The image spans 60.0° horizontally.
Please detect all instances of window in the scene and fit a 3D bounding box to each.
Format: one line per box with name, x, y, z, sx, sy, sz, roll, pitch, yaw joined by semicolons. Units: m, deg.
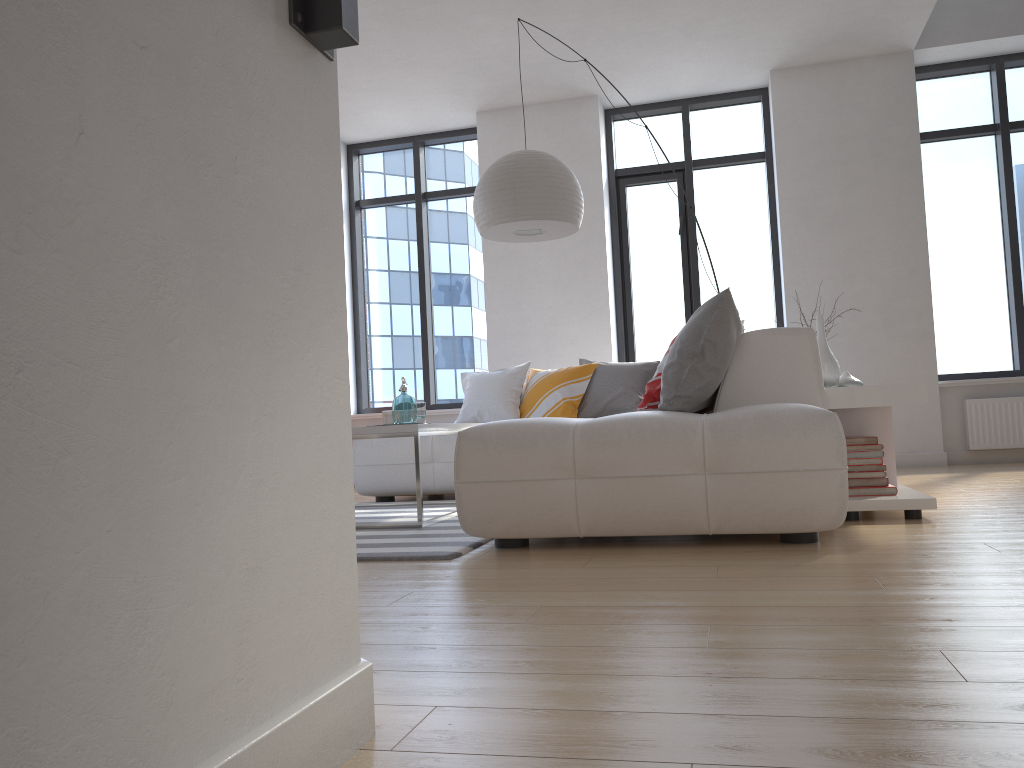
window;1.469;-1.100;7.159;1.310;2.402;0.170;-4;-3;14
window;-0.758;-0.960;7.719;1.310;2.402;0.170;-4;-3;14
window;3.696;-1.240;6.599;1.310;2.402;0.170;-4;-3;14

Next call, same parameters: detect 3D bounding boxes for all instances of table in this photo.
table;-0.779;0.440;4.381;1.091;0.435;1.091;-4;-3;14

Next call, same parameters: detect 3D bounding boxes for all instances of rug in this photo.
rug;-0.707;0.644;4.113;1.662;0.016;2.326;-4;-3;14

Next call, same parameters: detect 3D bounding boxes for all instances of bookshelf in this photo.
bookshelf;1.670;0.304;4.510;0.356;0.500;2.600;-4;-3;14

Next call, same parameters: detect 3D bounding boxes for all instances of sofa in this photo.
sofa;0.163;0.269;4.626;2.614;0.732;3.424;-4;-3;14

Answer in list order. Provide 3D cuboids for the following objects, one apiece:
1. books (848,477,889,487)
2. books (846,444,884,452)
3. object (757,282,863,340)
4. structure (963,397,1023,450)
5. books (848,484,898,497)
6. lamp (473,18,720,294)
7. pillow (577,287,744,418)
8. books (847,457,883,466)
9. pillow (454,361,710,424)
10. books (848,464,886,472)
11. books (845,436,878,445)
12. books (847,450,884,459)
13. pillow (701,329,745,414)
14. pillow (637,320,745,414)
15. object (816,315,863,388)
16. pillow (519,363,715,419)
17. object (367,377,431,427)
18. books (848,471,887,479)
books;1.397;0.390;3.584;0.206;0.034;0.259;-4;-3;17
books;1.388;0.256;3.590;0.178;0.025;0.254;-4;-3;13
object;1.862;-0.285;5.336;0.406;0.744;0.607;-1;-4;-36
structure;3.723;0.311;6.189;1.015;0.460;0.110;-4;-3;14
books;1.402;0.422;3.565;0.227;0.032;0.301;-4;-3;14
lamp;1.064;-0.681;5.654;3.199;2.647;0.710;0;-4;-40
pillow;0.620;-0.034;4.517;0.647;0.453;2.953;-3;-3;2
books;1.378;0.310;3.589;0.191;0.028;0.261;-4;-3;14
pillow;0.375;0.028;5.425;2.156;0.456;0.580;-5;-4;40
books;1.396;0.335;3.588;0.182;0.025;0.257;-4;-3;14
books;1.397;0.230;3.596;0.152;0.029;0.206;-4;-3;20
books;1.393;0.282;3.589;0.179;0.028;0.269;-4;-3;15
pillow;1.038;-0.033;4.847;0.608;0.436;2.120;-3;-3;10
pillow;0.967;-0.020;4.528;0.575;0.449;2.250;-3;-3;11
object;1.583;-0.141;4.515;0.319;0.398;0.316;-5;-4;38
pillow;0.570;0.023;5.172;0.630;0.440;2.095;-1;-3;-29
object;-0.590;0.091;4.589;0.330;0.265;0.330;-5;-4;38
books;1.401;0.359;3.574;0.187;0.026;0.266;-4;-3;20
